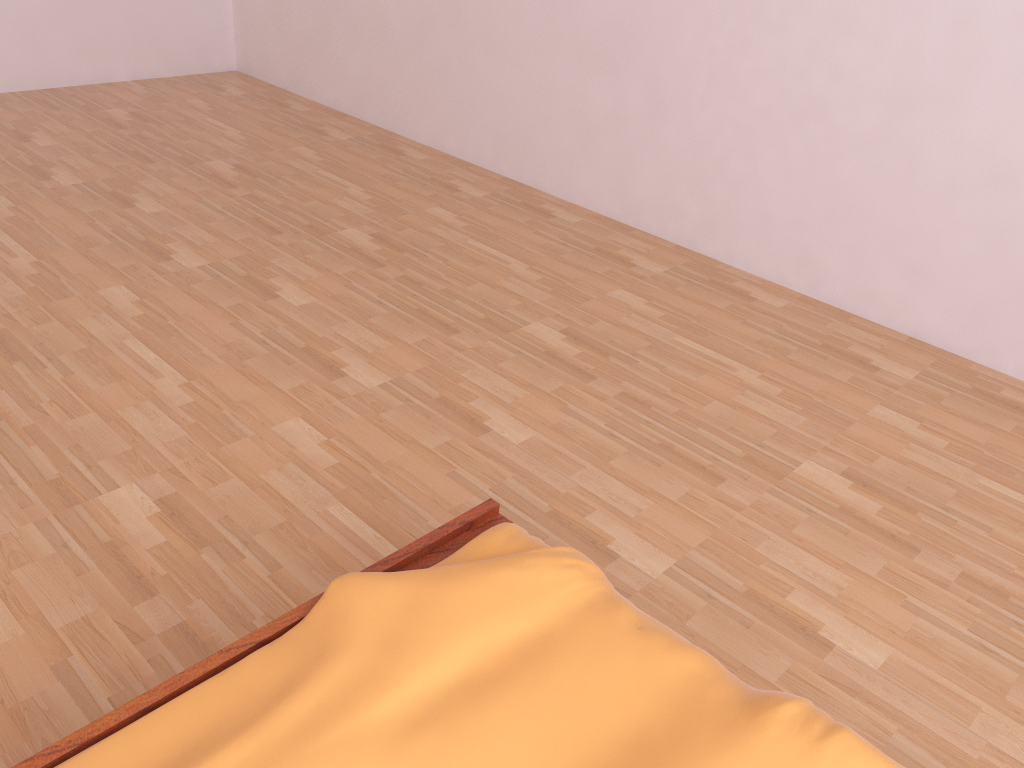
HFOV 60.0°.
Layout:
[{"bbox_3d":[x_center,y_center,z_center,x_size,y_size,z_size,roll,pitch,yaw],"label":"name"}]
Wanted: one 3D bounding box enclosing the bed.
[{"bbox_3d":[0.135,0.831,0.193,1.990,0.560,1.632,30,38,34],"label":"bed"}]
